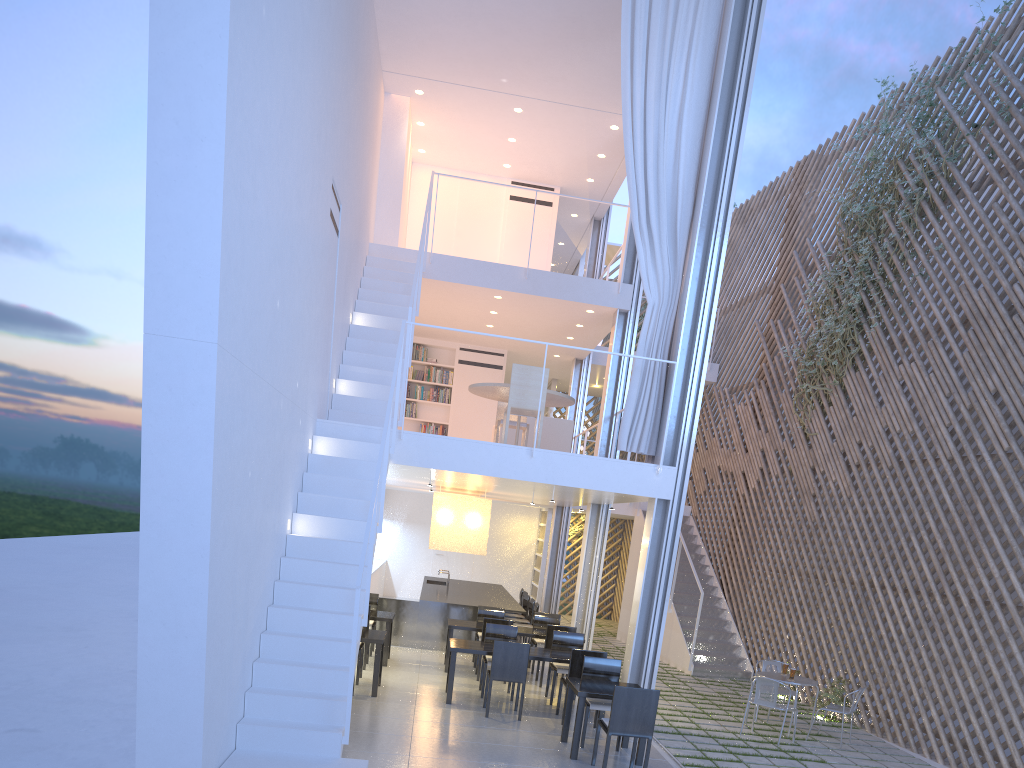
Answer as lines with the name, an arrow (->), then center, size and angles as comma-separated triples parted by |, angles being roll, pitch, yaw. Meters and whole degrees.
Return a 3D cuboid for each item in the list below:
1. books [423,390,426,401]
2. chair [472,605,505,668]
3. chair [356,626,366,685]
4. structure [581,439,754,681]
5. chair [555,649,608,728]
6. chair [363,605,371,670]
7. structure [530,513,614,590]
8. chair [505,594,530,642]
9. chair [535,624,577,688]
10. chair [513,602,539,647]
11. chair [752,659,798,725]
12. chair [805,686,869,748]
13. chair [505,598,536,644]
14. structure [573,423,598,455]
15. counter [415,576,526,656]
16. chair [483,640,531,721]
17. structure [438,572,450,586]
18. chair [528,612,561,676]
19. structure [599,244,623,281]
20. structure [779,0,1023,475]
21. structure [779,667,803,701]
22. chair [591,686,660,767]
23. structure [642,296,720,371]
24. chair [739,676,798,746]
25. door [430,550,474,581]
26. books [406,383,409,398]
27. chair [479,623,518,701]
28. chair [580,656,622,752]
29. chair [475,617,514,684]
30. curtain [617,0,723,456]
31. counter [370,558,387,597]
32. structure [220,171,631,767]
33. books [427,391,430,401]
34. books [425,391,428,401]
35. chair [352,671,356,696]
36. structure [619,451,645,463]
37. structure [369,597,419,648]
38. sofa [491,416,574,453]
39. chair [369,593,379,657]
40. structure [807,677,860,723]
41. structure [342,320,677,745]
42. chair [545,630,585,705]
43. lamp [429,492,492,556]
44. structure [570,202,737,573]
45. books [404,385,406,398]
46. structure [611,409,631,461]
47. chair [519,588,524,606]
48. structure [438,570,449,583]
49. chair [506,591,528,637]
books -> -0.823, 0.114, 7.710 | 0.021, 0.102, 0.060 | 6, 6, -4
chair -> -0.161, 1.803, 5.840 | 0.193, 0.453, 0.226 | 6, 7, -5
chair -> -0.965, 1.524, 4.794 | 0.193, 0.453, 0.226 | 6, 7, -5
structure -> 1.300, 1.484, 7.312 | 1.194, 2.018, 1.894 | 5, 2, -11
chair -> 0.373, 1.636, 4.473 | 0.193, 0.453, 0.226 | 6, 7, -5
chair -> -1.008, 1.599, 5.262 | 0.193, 0.453, 0.226 | 6, 7, -5
structure -> 0.776, 1.851, 9.966 | 1.150, 2.069, 0.272 | 6, 11, -6
chair -> 0.003, 2.079, 7.340 | 0.242, 0.454, 0.179 | 5, 9, -10
chair -> 0.286, 1.788, 5.430 | 0.193, 0.453, 0.226 | 6, 7, -5
chair -> 0.069, 1.975, 6.683 | 0.241, 0.454, 0.180 | 6, 9, -4
chair -> 1.654, 1.946, 5.218 | 0.264, 0.393, 0.236 | 6, 6, -5
chair -> 1.887, 1.895, 4.747 | 0.240, 0.393, 0.260 | 11, 7, 35
chair -> 0.043, 2.028, 7.012 | 0.242, 0.454, 0.179 | 6, 9, -7
structure -> 0.640, 0.645, 6.958 | 0.028, 0.559, 1.679 | 6, -7, -4
counter -> -0.426, 2.073, 7.496 | 0.819, 0.378, 2.486 | 7, -9, -4
chair -> -0.032, 1.578, 4.427 | 0.193, 0.453, 0.226 | 6, 7, -5
structure -> -0.645, 1.839, 7.769 | 0.113, 0.128, 0.032 | 7, 10, -6
chair -> 0.245, 1.861, 5.886 | 0.193, 0.453, 0.226 | 6, 7, -5
structure -> 0.798, -0.746, 6.663 | 0.028, 0.559, 1.679 | 6, -7, -4
structure -> 2.525, -0.734, 5.530 | 0.749, 2.805, 2.265 | 4, 4, -13
structure -> 2.058, 2.220, 6.091 | 0.266, 0.268, 0.257 | 7, 2, 2
chair -> 0.484, 1.493, 3.554 | 0.193, 0.453, 0.226 | 6, 7, -5
structure -> 1.349, -0.496, 7.711 | 1.146, 0.591, 0.025 | 8, 12, -6
chair -> 1.447, 1.818, 4.616 | 0.252, 0.393, 0.248 | 11, 7, 39
door -> -1.022, 1.523, 7.137 | 0.477, 1.187, 5.504 | 8, -8, 8
books -> -0.974, 0.067, 7.676 | 0.011, 0.150, 0.082 | 6, 7, -4
chair -> -0.074, 1.650, 4.883 | 0.193, 0.453, 0.226 | 6, 7, -5
chair -> 0.439, 1.571, 4.043 | 0.193, 0.453, 0.226 | 6, 7, -5
chair -> -0.119, 1.730, 5.384 | 0.193, 0.453, 0.226 | 6, 7, -5
curtain -> 0.645, -0.875, 4.048 | 0.519, 2.506, 0.090 | 5, 12, -9
counter -> -1.456, 2.008, 7.995 | 0.234, 0.437, 3.590 | 6, -9, -4
structure -> -0.072, 0.075, 4.096 | 1.739, 3.400, 3.559 | 6, 1, -5
books -> -0.781, 0.120, 7.715 | 0.021, 0.102, 0.060 | 6, 6, -4
books -> -0.802, 0.117, 7.712 | 0.021, 0.102, 0.060 | 6, 6, -4
chair -> -0.921, 1.447, 4.305 | 0.193, 0.453, 0.226 | 6, 7, -5
structure -> 1.397, 0.376, 8.950 | 0.541, 1.947, 1.200 | 5, 6, -10
structure -> -0.994, 1.787, 6.204 | 0.559, 0.384, 0.011 | 7, 12, -6
sofa -> 0.116, 0.476, 6.091 | 0.502, 0.373, 0.970 | 7, -7, -5
chair -> -1.052, 1.677, 5.751 | 0.193, 0.453, 0.226 | 6, 7, -5
structure -> 2.138, 2.088, 5.457 | 0.299, 0.333, 0.303 | 6, 2, -20
structure -> 0.105, 0.593, 3.528 | 1.373, 1.847, 1.389 | 6, 4, -5
chair -> 0.332, 1.708, 4.929 | 0.193, 0.453, 0.226 | 6, 7, -5
lamp -> -0.489, 1.233, 7.303 | 0.450, 0.426, 2.276 | 7, -9, -4
structure -> 1.418, 0.358, 10.494 | 1.124, 4.667, 3.169 | 5, 5, -7
books -> -0.992, 0.064, 7.672 | 0.009, 0.150, 0.086 | 6, 6, -4
structure -> 0.803, 0.359, 5.163 | 0.028, 0.559, 1.677 | 6, -7, -4
chair -> -0.035, 2.186, 8.000 | 0.241, 0.454, 0.180 | 6, 9, -4
structure -> -0.674, 1.891, 8.098 | 0.113, 0.128, 0.032 | 7, 10, -6
chair -> -0.009, 2.134, 7.671 | 0.242, 0.454, 0.179 | 6, 9, -8
